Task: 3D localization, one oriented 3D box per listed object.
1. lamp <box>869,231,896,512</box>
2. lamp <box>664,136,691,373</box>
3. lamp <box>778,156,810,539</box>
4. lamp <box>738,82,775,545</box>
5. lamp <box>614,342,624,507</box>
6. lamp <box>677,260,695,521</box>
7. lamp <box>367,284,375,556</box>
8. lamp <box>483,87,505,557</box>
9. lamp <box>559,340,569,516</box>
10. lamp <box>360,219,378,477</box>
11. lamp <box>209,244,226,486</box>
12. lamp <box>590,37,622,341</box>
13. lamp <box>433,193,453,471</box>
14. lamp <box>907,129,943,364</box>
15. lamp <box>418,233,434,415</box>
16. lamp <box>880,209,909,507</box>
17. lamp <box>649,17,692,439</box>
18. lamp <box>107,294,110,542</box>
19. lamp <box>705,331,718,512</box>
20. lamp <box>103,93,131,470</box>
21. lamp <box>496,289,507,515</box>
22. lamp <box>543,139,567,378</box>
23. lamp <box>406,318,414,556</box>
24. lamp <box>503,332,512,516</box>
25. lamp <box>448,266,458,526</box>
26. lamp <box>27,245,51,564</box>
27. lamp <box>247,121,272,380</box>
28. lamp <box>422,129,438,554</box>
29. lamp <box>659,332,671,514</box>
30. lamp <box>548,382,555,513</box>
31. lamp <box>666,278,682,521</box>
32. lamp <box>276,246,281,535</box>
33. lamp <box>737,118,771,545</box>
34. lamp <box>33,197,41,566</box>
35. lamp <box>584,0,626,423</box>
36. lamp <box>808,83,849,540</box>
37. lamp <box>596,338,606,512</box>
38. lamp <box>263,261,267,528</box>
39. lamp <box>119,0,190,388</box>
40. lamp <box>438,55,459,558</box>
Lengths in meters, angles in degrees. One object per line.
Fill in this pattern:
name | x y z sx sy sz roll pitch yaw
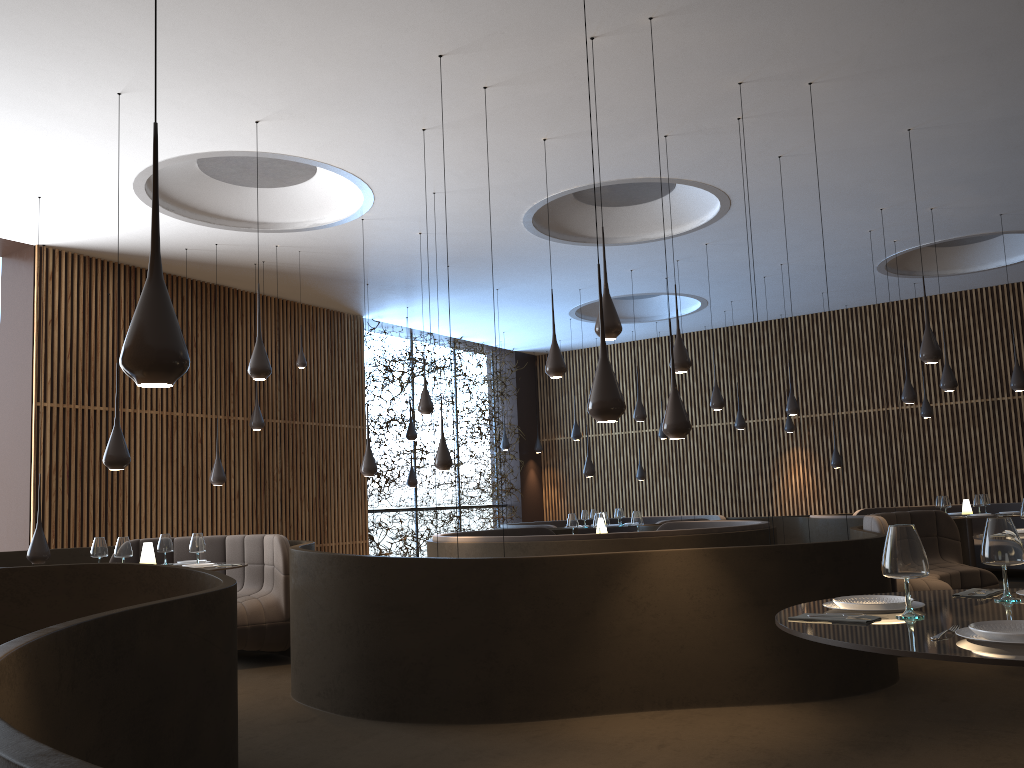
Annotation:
lamp | 4.795 1.116 11.191 0.196 6.258 0.196 0 -7 -21
lamp | 1.478 -1.205 8.126 0.196 2.217 0.196 -6 -7 28
lamp | 2.812 0.833 8.525 0.196 6.258 0.196 0 -7 -21
lamp | 2.001 0.645 6.912 0.196 6.258 0.196 -5 -7 18
lamp | 2.170 2.084 17.379 0.196 6.258 0.196 3 -8 -41
lamp | 2.482 1.358 12.226 0.196 6.258 0.196 0 -7 -21
lamp | -2.008 1.632 12.806 0.196 6.258 0.196 -3 -6 8
lamp | -0.083 0.719 6.797 0.196 6.258 0.196 -7 -8 38
lamp | 1.125 2.209 17.963 0.196 6.258 0.196 1 -7 -31
lamp | -1.659 -0.433 10.062 0.196 2.952 0.196 -1 -6 -11
lamp | -3.576 -0.255 10.753 0.196 2.952 0.196 -5 -7 18
lamp | 0.631 -1.413 6.328 0.196 2.217 0.196 0 -7 -21
lamp | -0.768 -0.576 9.310 0.196 2.952 0.196 -2 -6 -2
lamp | 3.784 -1.292 8.221 0.196 2.217 0.196 -1 -7 -12
lamp | -1.073 -0.735 10.704 0.196 2.217 0.196 -6 -7 28
lamp | 4.579 1.005 10.319 0.196 6.258 0.196 0 -7 -21
lamp | 1.037 -1.102 6.061 0.196 2.952 0.196 -8 -8 38
lamp | -4.621 2.044 10.116 0.196 6.258 0.196 -3 -6 8
lamp | 3.945 1.976 17.154 0.196 6.258 0.196 1 -7 -31
lamp | -3.032 -0.822 6.822 0.196 2.952 0.196 0 -7 -21
lamp | -0.095 1.638 13.443 0.196 6.258 0.196 -1 -6 -12
lamp | 0.350 -1.159 8.081 0.196 2.217 0.196 -7 -8 38
lamp | -1.713 1.946 15.174 0.196 6.258 0.196 1 -7 -31
lamp | -0.024 2.102 16.827 0.196 6.258 0.196 1 -7 -31
lamp | -0.756 1.468 12.008 0.196 6.258 0.196 -1 -6 -12
lamp | -4.344 0.159 8.181 0.196 2.952 0.196 -1 -6 -12
lamp | -2.134 -1.138 7.457 0.196 2.217 0.196 0 -7 -21
lamp | -0.650 0.846 7.537 0.196 6.258 0.196 -8 -8 38
lamp | 3.100 2.060 17.501 0.196 6.258 0.196 3 -8 -41
lamp | 0.902 2.383 19.154 0.196 6.258 0.196 1 -7 -31
lamp | 2.487 1.490 13.183 0.196 6.258 0.196 0 -7 -21
lamp | -2.808 1.381 10.741 0.196 6.258 0.196 1 -7 -29
lamp | 2.164 0.732 7.590 0.196 6.258 0.196 1 -7 -31
lamp | -4.718 1.190 8.755 0.196 6.258 0.196 -3 -6 8
lamp | 0.415 -1.276 4.609 0.196 2.952 0.196 0 -7 -21
lamp | 2.594 0.628 6.969 0.196 6.258 0.196 -5 -7 18
lamp | 1.870 2.170 17.914 0.196 6.258 0.196 -5 -7 18
lamp | -3.158 1.487 11.398 0.196 6.258 0.196 -8 -8 41
lamp | -1.120 -1.461 2.789 0.196 2.952 0.196 3 -8 -41
lamp | -0.400 0.660 6.269 0.196 6.258 0.196 0 -7 -21
